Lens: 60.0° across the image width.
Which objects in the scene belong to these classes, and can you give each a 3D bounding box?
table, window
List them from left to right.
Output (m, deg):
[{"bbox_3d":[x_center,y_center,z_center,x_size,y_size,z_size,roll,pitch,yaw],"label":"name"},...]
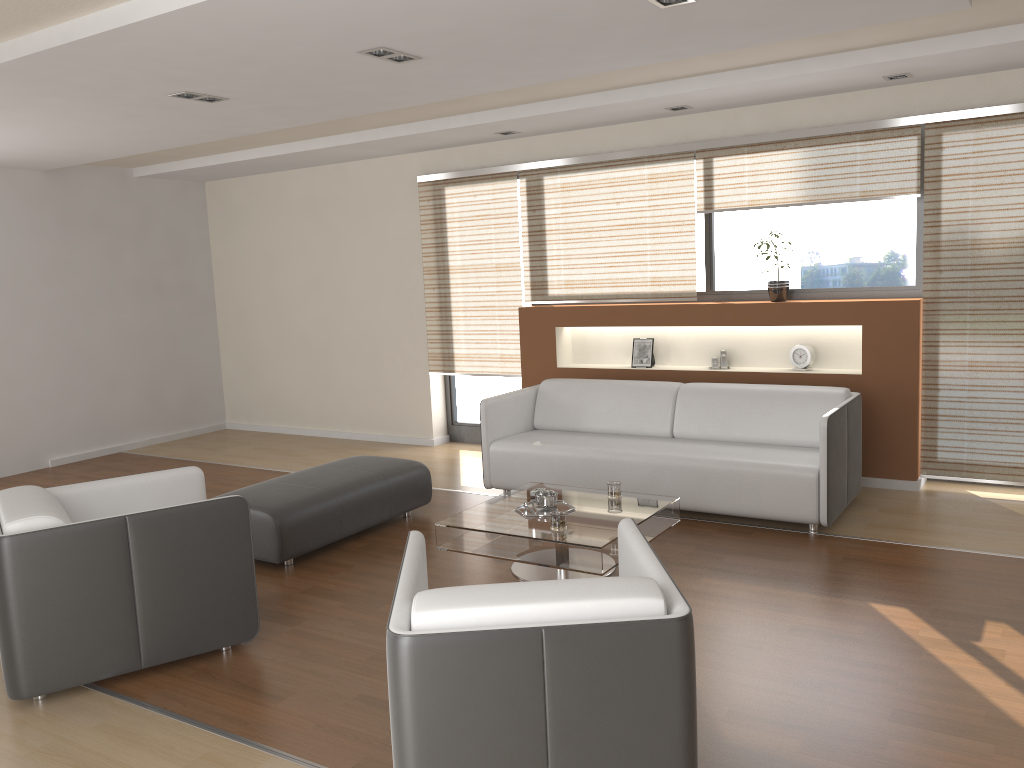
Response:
[{"bbox_3d":[-0.183,-0.670,7.559,0.889,2.093,0.010,2,9,32],"label":"window"},{"bbox_3d":[0.252,0.779,4.461,0.900,0.300,0.900,2,9,32],"label":"table"},{"bbox_3d":[1.440,-1.148,6.444,2.817,0.986,0.010,2,9,32],"label":"window"}]

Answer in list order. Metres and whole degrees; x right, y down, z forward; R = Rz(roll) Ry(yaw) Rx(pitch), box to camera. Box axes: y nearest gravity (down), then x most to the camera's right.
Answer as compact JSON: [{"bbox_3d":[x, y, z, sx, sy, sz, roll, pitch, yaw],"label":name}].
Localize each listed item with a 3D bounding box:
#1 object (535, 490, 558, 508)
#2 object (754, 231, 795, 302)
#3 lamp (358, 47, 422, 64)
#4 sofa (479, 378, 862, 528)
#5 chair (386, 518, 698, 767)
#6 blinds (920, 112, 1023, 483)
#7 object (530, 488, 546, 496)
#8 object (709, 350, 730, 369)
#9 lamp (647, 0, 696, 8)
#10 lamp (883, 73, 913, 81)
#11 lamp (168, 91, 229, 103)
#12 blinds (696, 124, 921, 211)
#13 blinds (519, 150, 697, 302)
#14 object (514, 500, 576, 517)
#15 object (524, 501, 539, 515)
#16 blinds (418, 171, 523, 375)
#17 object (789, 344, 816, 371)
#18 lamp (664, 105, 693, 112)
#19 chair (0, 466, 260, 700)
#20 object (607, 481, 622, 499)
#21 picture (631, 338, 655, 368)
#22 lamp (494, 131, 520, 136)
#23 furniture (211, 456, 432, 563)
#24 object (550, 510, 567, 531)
[{"bbox_3d":[0.175,0.582,4.518,0.117,0.079,0.118,3,10,39],"label":"object"},{"bbox_3d":[1.773,-0.793,5.989,0.268,0.477,0.342,0,8,22],"label":"object"},{"bbox_3d":[-0.562,-1.556,4.088,0.146,0.087,0.291,2,9,32],"label":"lamp"},{"bbox_3d":[0.978,0.359,5.670,2.238,0.661,0.919,2,9,32],"label":"sofa"},{"bbox_3d":[0.065,0.825,2.603,0.767,0.706,0.919,-3,7,-2],"label":"chair"},{"bbox_3d":[2.964,-0.488,5.247,0.980,2.200,0.001,2,9,32],"label":"blinds"},{"bbox_3d":[0.142,0.577,4.774,0.064,0.029,0.158,-1,8,14],"label":"object"},{"bbox_3d":[1.482,-0.177,6.337,0.141,0.131,0.141,-1,8,10],"label":"object"},{"bbox_3d":[0.578,-1.515,3.365,0.146,0.087,0.291,2,9,32],"label":"lamp"},{"bbox_3d":[2.244,-1.828,5.157,0.146,0.087,0.146,2,9,32],"label":"lamp"},{"bbox_3d":[-1.701,-1.597,4.811,0.146,0.087,0.291,2,9,32],"label":"lamp"},{"bbox_3d":[1.887,-1.396,5.791,1.432,0.441,0.001,2,9,32],"label":"blinds"},{"bbox_3d":[0.682,-1.141,6.603,1.432,1.044,0.001,2,9,32],"label":"blinds"},{"bbox_3d":[0.166,0.626,4.461,0.273,0.011,0.315,3,10,39],"label":"object"},{"bbox_3d":[0.101,0.618,4.437,0.051,0.035,0.147,-5,8,-16],"label":"object"},{"bbox_3d":[-0.340,-0.886,7.298,0.980,1.635,0.001,2,9,32],"label":"blinds"},{"bbox_3d":[1.972,-0.182,6.020,0.096,0.176,0.160,-9,10,-42],"label":"object"},{"bbox_3d":[1.104,-1.869,5.879,0.146,0.087,0.146,2,9,32],"label":"lamp"},{"bbox_3d":[-1.635,0.742,3.682,0.919,0.661,0.767,-7,9,-32],"label":"chair"},{"bbox_3d":[0.535,0.553,4.631,0.079,0.077,0.079,0,8,21],"label":"object"},{"bbox_3d":[0.982,-0.234,6.619,0.159,0.216,0.133,1,8,27],"label":"picture"},{"bbox_3d":[-0.036,-1.909,6.602,0.146,0.087,0.146,2,9,32],"label":"lamp"},{"bbox_3d":[-1.124,0.689,5.250,0.685,0.301,1.291,2,9,32],"label":"furniture"},{"bbox_3d":[0.216,0.635,4.119,0.079,0.077,0.079,0,8,21],"label":"object"}]
